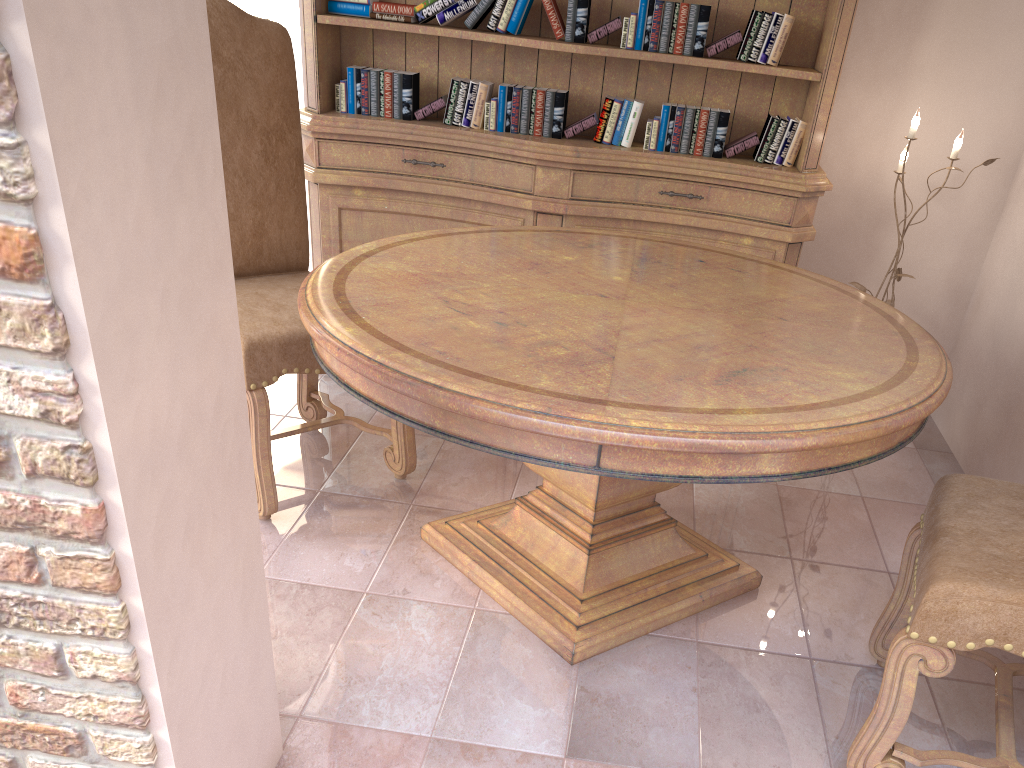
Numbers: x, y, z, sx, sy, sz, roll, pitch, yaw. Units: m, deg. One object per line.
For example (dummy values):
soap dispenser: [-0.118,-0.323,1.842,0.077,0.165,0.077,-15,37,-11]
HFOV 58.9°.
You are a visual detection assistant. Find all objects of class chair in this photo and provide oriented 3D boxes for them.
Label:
chair: [-0.668,-0.338,2.558,0.530,1.384,0.589,-22,39,-37]
chair: [1.140,0.253,1.706,0.622,1.384,0.502,15,32,17]

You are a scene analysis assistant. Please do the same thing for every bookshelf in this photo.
bookshelf: [0.184,-0.984,3.200,2.007,2.226,0.437,7,31,3]

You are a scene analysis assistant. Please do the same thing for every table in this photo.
table: [0.245,0.158,2.379,1.525,0.836,1.350,-3,27,-17]

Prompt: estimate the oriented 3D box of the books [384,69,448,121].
books: [-0.337,-1.031,3.262,0.223,0.164,0.110,8,29,4]

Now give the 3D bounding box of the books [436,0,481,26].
books: [-0.179,-1.279,3.095,0.140,0.116,0.110,8,28,4]

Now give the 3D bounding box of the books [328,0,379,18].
books: [-0.546,-1.318,3.120,0.152,0.091,0.110,8,27,4]

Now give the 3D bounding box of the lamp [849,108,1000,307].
lamp: [1.411,-0.356,3.287,0.317,1.256,0.224,26,37,32]

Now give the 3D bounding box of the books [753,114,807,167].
books: [0.947,-0.859,3.197,0.161,0.166,0.110,8,29,4]

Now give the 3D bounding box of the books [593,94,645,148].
books: [0.381,-0.936,3.225,0.161,0.166,0.110,8,29,4]

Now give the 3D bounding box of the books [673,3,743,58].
books: [0.665,-1.181,3.043,0.223,0.164,0.110,8,29,4]

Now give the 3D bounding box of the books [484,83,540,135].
books: [0.001,-0.987,3.246,0.180,0.161,0.121,7,29,3]

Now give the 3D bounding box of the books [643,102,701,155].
books: [0.567,-0.910,3.218,0.180,0.161,0.121,7,29,3]

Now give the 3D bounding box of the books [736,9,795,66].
books: [0.846,-1.158,3.033,0.161,0.166,0.110,8,29,4]

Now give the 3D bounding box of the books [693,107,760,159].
books: [0.766,-0.882,3.207,0.223,0.164,0.110,8,29,4]

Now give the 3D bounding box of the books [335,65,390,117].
books: [-0.535,-1.059,3.273,0.180,0.161,0.121,7,29,3]

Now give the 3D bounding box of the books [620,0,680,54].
books: [0.466,-1.209,3.054,0.180,0.161,0.121,7,29,3]

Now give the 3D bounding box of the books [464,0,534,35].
books: [-0.038,-1.279,3.076,0.230,0.165,0.110,8,29,4]

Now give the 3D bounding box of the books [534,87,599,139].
books: [0.200,-0.959,3.235,0.223,0.164,0.110,8,29,4]

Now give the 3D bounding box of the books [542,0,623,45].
books: [0.236,-1.239,3.065,0.288,0.164,0.110,8,29,3]

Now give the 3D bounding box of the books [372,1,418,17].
books: [-0.394,-1.289,3.117,0.142,0.034,0.110,8,25,4]

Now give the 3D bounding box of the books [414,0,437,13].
books: [-0.256,-1.311,3.088,0.130,0.097,0.107,8,27,5]

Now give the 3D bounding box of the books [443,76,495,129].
books: [-0.156,-1.008,3.252,0.161,0.166,0.110,8,29,4]

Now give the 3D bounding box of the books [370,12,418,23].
books: [-0.404,-1.267,3.131,0.142,0.020,0.110,8,25,4]

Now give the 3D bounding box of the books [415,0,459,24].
books: [-0.252,-1.286,3.100,0.138,0.111,0.110,8,28,4]
